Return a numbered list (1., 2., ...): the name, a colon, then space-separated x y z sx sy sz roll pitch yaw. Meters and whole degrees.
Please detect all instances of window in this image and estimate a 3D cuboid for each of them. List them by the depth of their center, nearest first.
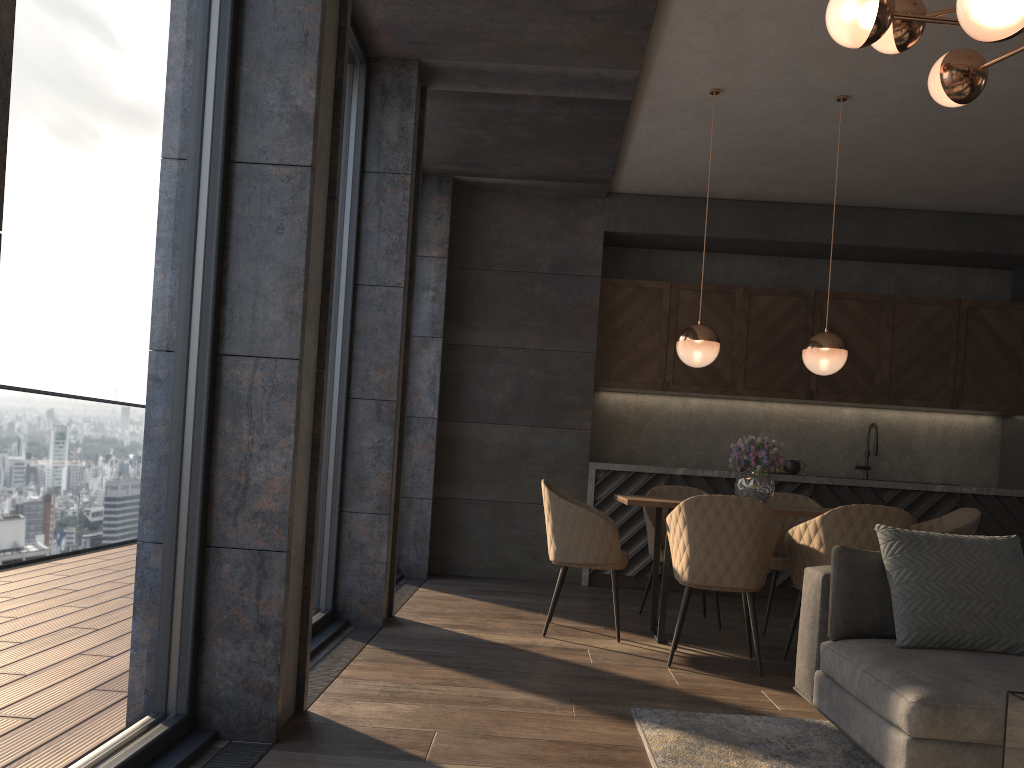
1. window: -0.916 -0.374 2.947 0.199 2.993 7.290 4 -4 2

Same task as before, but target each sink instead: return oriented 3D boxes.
1. sink: 2.977 0.579 7.035 0.962 0.546 0.462 4 -2 2

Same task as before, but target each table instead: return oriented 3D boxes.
1. table: 1.308 1.054 4.884 1.466 0.769 0.771 4 -2 2

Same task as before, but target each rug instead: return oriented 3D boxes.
1. rug: 1.280 1.169 1.804 1.729 0.020 3.154 4 -5 2

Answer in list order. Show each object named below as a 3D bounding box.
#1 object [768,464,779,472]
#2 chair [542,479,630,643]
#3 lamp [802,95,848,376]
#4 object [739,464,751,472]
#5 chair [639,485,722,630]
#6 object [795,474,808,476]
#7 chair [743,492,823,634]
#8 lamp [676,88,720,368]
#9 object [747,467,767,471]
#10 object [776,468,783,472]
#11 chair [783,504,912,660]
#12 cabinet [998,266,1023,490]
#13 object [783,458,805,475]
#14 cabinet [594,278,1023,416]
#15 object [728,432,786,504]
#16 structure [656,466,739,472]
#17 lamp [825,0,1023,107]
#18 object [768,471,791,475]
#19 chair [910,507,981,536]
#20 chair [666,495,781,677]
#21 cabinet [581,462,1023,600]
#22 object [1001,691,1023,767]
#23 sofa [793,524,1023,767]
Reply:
1. object: 2.103 0.675 7.111 0.090 0.103 0.112 2 -3 34
2. chair: 0.395 0.964 4.911 0.510 0.836 0.556 4 -1 6
3. lamp: 1.776 -0.818 4.893 0.239 1.544 0.238 4 0 -23
4. object: 1.921 0.679 7.122 0.157 0.068 0.116 5 -4 -13
5. chair: 1.064 1.056 5.476 0.555 0.836 0.511 4 -1 -4
6. object: 2.050 0.702 6.986 0.490 0.040 0.285 4 -5 -3
7. chair: 1.712 1.094 5.437 0.555 0.836 0.511 4 -1 1
8. lamp: 1.078 -0.862 4.912 0.239 1.544 0.239 4 0 7
9. object: 1.944 0.682 6.975 0.071 0.054 0.302 1 -5 43
10. object: 2.105 0.685 6.943 0.120 0.045 0.116 3 -4 7
11. chair: 1.625 0.992 4.309 0.555 0.836 0.511 4 -1 -4
12. cabinet: 4.598 0.422 6.648 1.187 2.754 1.204 4 0 2
13. object: 2.258 0.667 7.104 0.136 0.137 0.152 5 -3 -26
14. cabinet: 2.366 -0.290 7.125 3.391 0.866 0.370 4 0 2
15. object: 1.359 0.470 4.910 0.299 0.408 0.328 4 -2 -28
16. structure: 1.467 0.685 7.053 0.610 0.017 0.506 4 -5 2
17. lamp: 1.644 -1.267 2.698 1.467 1.038 1.014 5 -3 -22
18. object: 2.103 0.703 6.944 0.170 0.020 0.171 1 -5 27
19. chair: 2.226 1.076 4.832 0.510 0.836 0.556 4 -1 6
20. chair: 1.015 0.954 4.322 0.554 0.836 0.511 3 -1 11
21. cabinet: 2.265 1.205 7.018 3.391 0.950 0.601 4 -1 2
22. object: 0.973 0.677 1.480 0.199 0.261 0.197 4 -2 2
23. sofa: 2.139 0.871 2.198 2.023 0.783 2.920 4 -5 1
